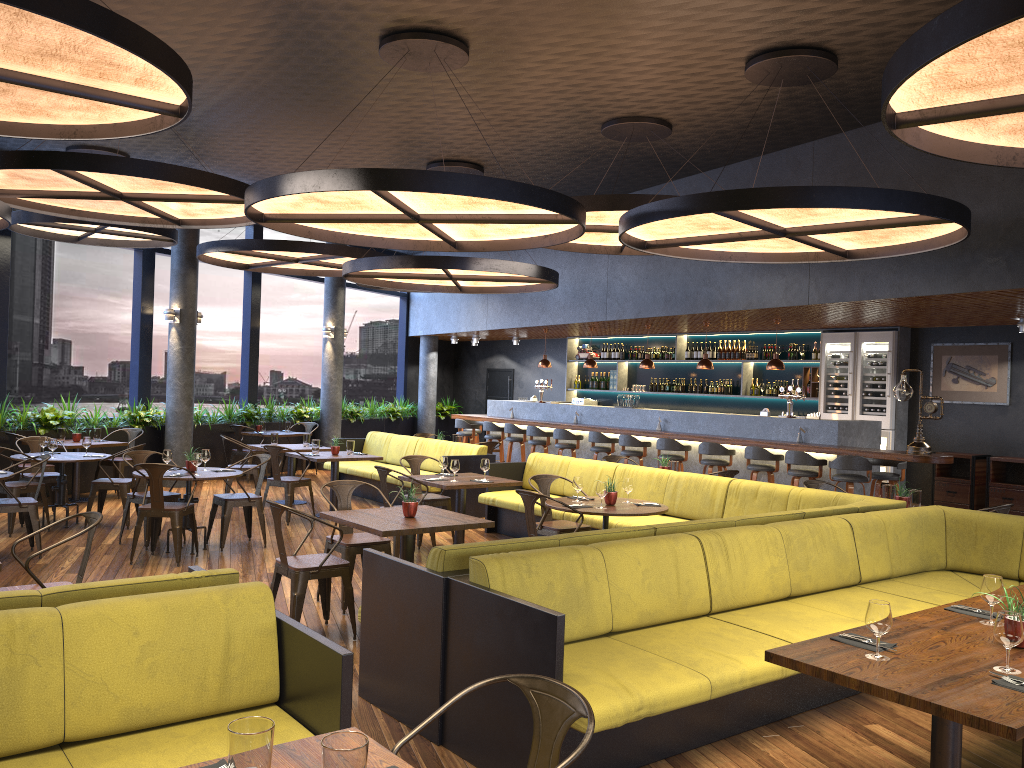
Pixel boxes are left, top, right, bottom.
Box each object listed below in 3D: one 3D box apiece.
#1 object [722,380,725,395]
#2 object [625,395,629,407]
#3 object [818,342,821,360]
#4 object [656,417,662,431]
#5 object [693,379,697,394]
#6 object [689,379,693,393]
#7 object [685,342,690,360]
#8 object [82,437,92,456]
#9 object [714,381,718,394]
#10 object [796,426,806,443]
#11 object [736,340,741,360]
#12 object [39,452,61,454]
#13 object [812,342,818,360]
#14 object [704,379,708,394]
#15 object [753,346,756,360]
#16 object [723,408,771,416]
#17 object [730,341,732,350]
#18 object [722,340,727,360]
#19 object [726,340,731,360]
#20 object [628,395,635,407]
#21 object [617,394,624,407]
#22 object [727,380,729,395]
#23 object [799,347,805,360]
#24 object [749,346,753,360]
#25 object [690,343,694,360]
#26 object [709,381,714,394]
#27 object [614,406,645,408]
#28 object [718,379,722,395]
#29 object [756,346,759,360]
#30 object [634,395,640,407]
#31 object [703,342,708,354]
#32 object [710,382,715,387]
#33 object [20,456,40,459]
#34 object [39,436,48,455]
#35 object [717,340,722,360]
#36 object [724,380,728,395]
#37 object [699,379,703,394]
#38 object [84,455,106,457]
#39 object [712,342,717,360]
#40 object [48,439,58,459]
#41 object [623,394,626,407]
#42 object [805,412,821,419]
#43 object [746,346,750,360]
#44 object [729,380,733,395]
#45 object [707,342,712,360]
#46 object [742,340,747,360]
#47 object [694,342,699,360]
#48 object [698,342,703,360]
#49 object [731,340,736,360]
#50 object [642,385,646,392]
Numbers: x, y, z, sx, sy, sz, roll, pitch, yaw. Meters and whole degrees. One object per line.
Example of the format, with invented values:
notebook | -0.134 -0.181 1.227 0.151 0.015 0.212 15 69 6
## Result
object | 3.559 0.053 14.900 0.063 0.254 0.063 2 0 -10
object | 1.841 0.274 14.060 0.105 0.209 0.105 2 0 -3
object | 4.686 -0.499 13.458 0.079 0.281 0.079 2 0 21
object | 2.192 0.590 13.169 0.114 0.203 0.069 2 0 42
object | 3.161 0.039 15.301 0.063 0.254 0.063 2 0 0
object | 3.100 0.037 15.381 0.063 0.254 0.063 2 0 25
object | 3.065 -0.572 15.463 0.085 0.310 0.086 2 0 -10
object | -4.750 0.694 9.905 0.097 0.206 0.097 2 0 -33
object | 3.457 0.064 14.971 0.088 0.224 0.088 2 0 -23
object | 3.665 0.642 11.265 0.114 0.203 0.069 2 0 -3
object | 3.728 -0.559 14.587 0.084 0.330 0.084 2 0 -31
object | -5.181 0.773 9.965 0.255 0.019 0.157 2 0 39
object | 4.628 -0.501 13.533 0.079 0.281 0.079 2 0 -29
object | 3.344 0.046 15.258 0.063 0.254 0.063 2 0 10
object | 3.920 -0.499 14.332 0.056 0.227 0.056 2 0 39
object | 3.196 0.373 12.220 0.200 0.106 0.766 2 0 -38
object | 3.642 -0.562 14.845 0.084 0.330 0.084 2 0 -31
object | 3.552 -0.565 14.819 0.084 0.330 0.084 2 0 -31
object | 3.609 -0.563 14.745 0.084 0.330 0.084 2 0 -31
object | 1.877 0.275 13.927 0.105 0.209 0.105 2 0 -3
object | 1.729 0.270 14.125 0.105 0.209 0.105 2 0 -3
object | 3.635 0.056 14.937 0.063 0.254 0.063 2 0 -10
object | 4.463 -0.471 13.656 0.097 0.206 0.097 2 0 21
object | 3.882 -0.501 14.381 0.056 0.227 0.056 2 0 29
object | 3.158 -0.569 15.498 0.085 0.310 0.086 2 0 -23
object | 3.392 0.062 15.056 0.088 0.224 0.088 2 0 22
object | 1.862 0.370 14.073 0.273 0.019 0.437 2 0 -38
object | 3.483 0.051 14.840 0.063 0.254 0.063 2 0 -45
object | 3.968 -0.498 14.370 0.056 0.227 0.056 2 0 -36
object | 1.964 0.278 14.002 0.105 0.209 0.105 2 0 -3
object | 3.335 -0.563 15.270 0.085 0.310 0.086 2 0 -27
object | 3.432 0.072 15.184 0.097 0.206 0.097 2 0 -6
object | -5.078 0.777 9.436 0.157 0.019 0.255 2 0 29
object | -5.172 0.680 9.791 0.097 0.206 0.097 2 0 39
object | 3.494 -0.567 14.893 0.084 0.330 0.084 2 0 -31
object | 3.570 0.054 14.765 0.063 0.254 0.063 2 0 -30
object | 3.265 0.043 15.348 0.063 0.254 0.063 2 0 25
object | -4.626 0.793 9.787 0.255 0.019 0.157 2 0 -6
object | 3.452 -0.558 15.122 0.085 0.310 0.086 2 0 3
object | -4.904 0.689 9.472 0.097 0.206 0.097 2 0 21
object | 1.822 0.273 14.182 0.105 0.209 0.105 2 0 -3
object | 3.850 0.403 11.337 0.177 0.091 0.091 2 0 27
object | 3.845 -0.502 14.429 0.056 0.227 0.056 2 0 14
object | 3.661 0.057 14.823 0.063 0.254 0.063 2 0 25
object | 3.363 -0.561 15.083 0.085 0.310 0.086 2 0 -4
object | 3.843 -0.555 14.642 0.084 0.330 0.084 2 0 -31
object | 3.188 -0.568 15.310 0.085 0.310 0.086 2 0 -4
object | 3.243 -0.566 15.235 0.085 0.310 0.086 2 0 -10
object | 3.668 -0.561 14.662 0.084 0.330 0.084 2 0 -31
object | 2.432 0.080 16.331 0.084 0.119 0.084 2 0 7
